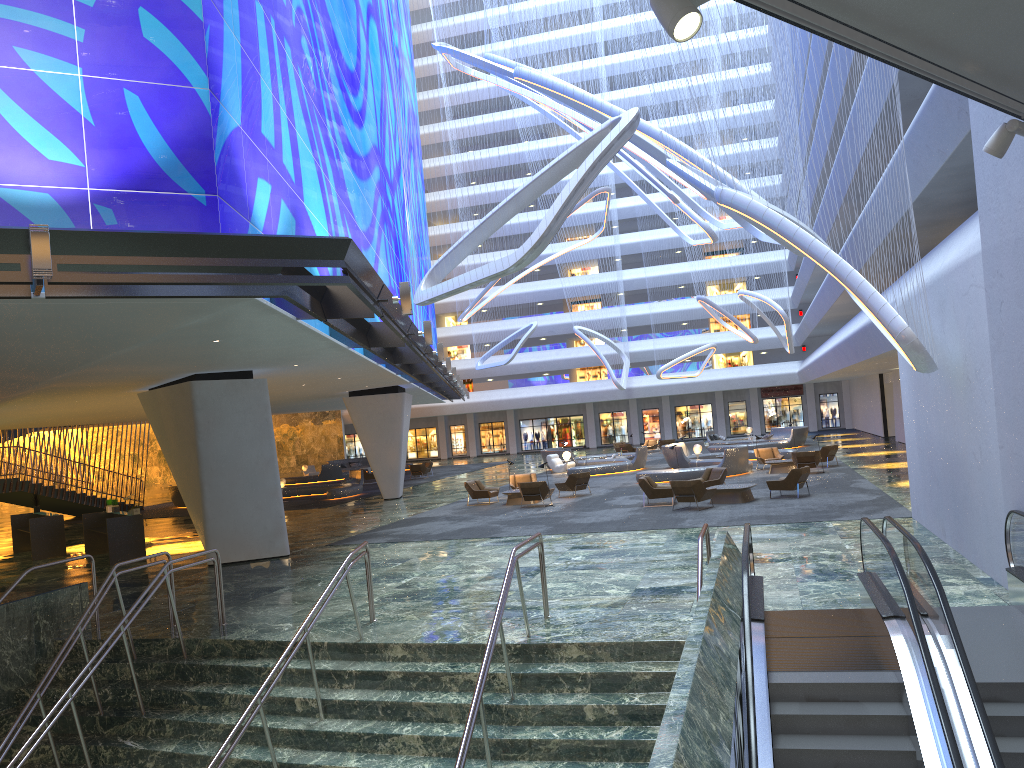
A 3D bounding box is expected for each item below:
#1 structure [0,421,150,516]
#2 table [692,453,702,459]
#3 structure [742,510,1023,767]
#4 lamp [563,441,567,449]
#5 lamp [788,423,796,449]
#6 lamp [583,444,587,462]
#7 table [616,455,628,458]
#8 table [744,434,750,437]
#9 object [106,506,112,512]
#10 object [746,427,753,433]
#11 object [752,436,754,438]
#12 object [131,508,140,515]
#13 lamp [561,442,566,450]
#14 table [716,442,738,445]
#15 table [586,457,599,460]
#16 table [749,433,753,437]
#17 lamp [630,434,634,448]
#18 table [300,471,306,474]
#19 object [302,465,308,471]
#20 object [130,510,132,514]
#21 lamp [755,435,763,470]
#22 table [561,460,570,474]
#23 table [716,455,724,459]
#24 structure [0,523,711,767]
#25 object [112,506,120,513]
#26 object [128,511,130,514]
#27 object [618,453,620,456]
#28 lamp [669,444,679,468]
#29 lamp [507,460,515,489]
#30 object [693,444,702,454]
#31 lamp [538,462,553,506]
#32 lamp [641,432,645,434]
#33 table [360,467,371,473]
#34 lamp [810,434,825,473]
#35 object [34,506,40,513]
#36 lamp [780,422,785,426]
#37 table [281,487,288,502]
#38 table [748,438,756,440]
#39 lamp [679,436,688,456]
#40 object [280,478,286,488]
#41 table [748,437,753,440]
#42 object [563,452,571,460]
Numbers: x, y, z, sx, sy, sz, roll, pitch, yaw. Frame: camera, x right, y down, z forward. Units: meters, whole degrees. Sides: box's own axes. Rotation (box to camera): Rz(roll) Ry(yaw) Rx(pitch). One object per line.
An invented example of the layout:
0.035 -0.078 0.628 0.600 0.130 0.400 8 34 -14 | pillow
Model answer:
-21.964 3.236 38.860 11.991 6.244 16.488 -5 -2 15 | structure
7.481 3.115 35.707 0.418 0.595 0.427 -5 -1 15 | table
2.083 5.484 1.220 3.019 8.235 19.827 -5 -2 15 | structure
2.835 3.640 46.845 0.201 1.300 0.384 -5 -1 -31 | lamp
13.979 2.583 44.186 0.201 1.300 0.384 -5 -1 -25 | lamp
3.261 3.275 39.021 0.202 1.300 0.384 -5 -1 -9 | lamp
5.499 3.733 43.745 0.673 0.406 0.672 -4 -2 -22 | table
14.050 3.266 52.574 0.417 0.595 0.428 -4 -1 -31 | table
-10.422 3.248 23.000 0.150 0.145 0.150 -4 -2 -41 | object
14.414 2.804 53.828 0.367 0.387 0.318 -5 -1 -2 | object
13.970 3.069 51.361 0.071 0.118 0.071 -5 -1 -2 | object
-9.000 3.050 21.208 0.149 0.149 0.149 -4 -2 -40 | object
2.623 3.557 44.440 0.384 1.300 0.202 -5 -1 9 | lamp
11.497 3.376 47.316 1.204 0.392 1.203 -5 -2 16 | table
3.994 3.867 43.876 0.674 0.406 0.670 -6 -2 35 | table
14.419 3.294 53.788 0.418 0.595 0.428 -5 -1 -10 | table
6.730 3.420 49.480 0.201 1.300 0.384 -5 -1 -22 | lamp
-12.530 5.565 53.586 0.418 0.595 0.427 -5 -1 15 | table
-12.523 5.072 53.607 0.367 0.387 0.318 -5 -1 23 | object
-9.155 3.091 21.398 0.111 0.108 0.108 -4 -2 -40 | object
9.034 2.511 32.501 0.202 1.300 0.383 -5 -1 32 | lamp
2.463 3.706 39.655 0.418 0.595 0.428 -5 -1 -10 | table
8.995 3.128 36.368 1.204 0.392 1.203 -5 -2 16 | table
-4.207 6.105 2.515 9.312 8.396 19.731 -5 -2 15 | structure
-10.148 3.212 22.699 0.150 0.145 0.150 -4 -2 -41 | object
-9.280 3.127 21.552 0.073 0.070 0.072 -4 -2 -40 | object
5.280 3.493 43.821 0.071 0.118 0.151 -5 -2 26 | object
5.614 2.715 30.459 0.384 1.300 0.201 -5 -1 33 | lamp
-0.019 3.140 29.190 0.202 1.300 0.383 -5 -1 32 | lamp
7.487 2.622 35.729 0.367 0.387 0.318 -5 -1 23 | object
0.984 2.914 25.834 0.384 1.300 0.201 -5 -1 33 | lamp
7.835 3.466 52.804 0.384 1.300 0.202 -5 -1 -23 | lamp
-9.364 5.543 56.768 0.670 0.406 0.674 -4 -2 -30 | table
10.038 2.285 29.146 0.384 1.300 0.201 -5 -1 33 | lamp
-13.697 3.613 25.552 0.158 0.181 0.159 -4 -1 -30 | object
14.787 2.681 48.163 0.384 1.300 0.202 -5 -1 15 | lamp
-9.571 4.615 36.960 0.428 0.595 0.418 -5 -1 15 | table
13.943 3.329 51.179 0.671 0.406 0.673 -5 -2 12 | table
7.492 2.894 38.492 0.384 1.300 0.201 -5 -1 33 | lamp
-9.630 4.129 37.012 0.318 0.387 0.366 -5 -1 23 | object
12.972 3.162 47.927 0.418 0.595 0.427 -5 -1 12 | table
2.458 3.216 39.695 0.367 0.387 0.318 -5 -1 -2 | object
